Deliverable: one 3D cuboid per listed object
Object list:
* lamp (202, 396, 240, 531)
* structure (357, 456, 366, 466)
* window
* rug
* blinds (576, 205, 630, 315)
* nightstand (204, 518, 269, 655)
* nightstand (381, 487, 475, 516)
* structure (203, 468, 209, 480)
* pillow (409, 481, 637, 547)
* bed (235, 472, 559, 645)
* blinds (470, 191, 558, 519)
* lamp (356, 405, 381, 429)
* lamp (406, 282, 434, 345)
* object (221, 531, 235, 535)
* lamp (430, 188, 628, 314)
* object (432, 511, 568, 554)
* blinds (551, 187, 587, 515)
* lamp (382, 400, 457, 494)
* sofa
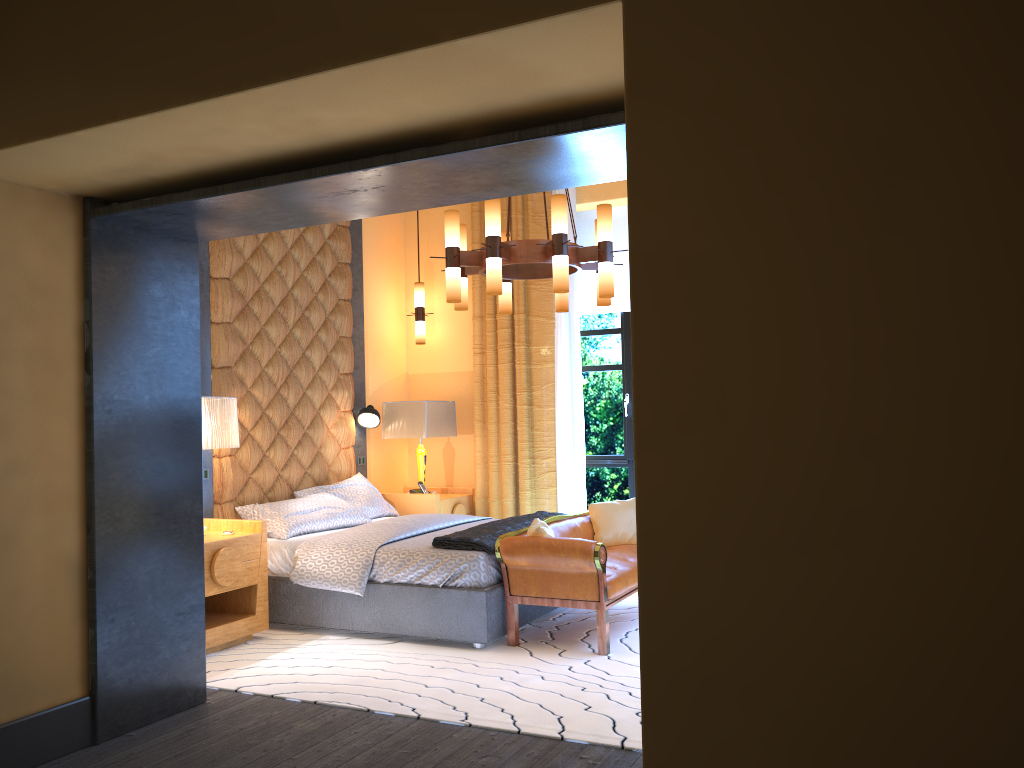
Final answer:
[{"bbox_3d":[-1.897,0.480,5.091,0.424,0.802,0.505,-2,-2,26],"label":"lamp"},{"bbox_3d":[-1.223,0.622,7.182,0.016,0.071,0.103,-2,-2,26],"label":"structure"},{"bbox_3d":[0.965,0.032,7.259,1.200,2.999,0.130,-2,-1,26],"label":"window"},{"bbox_3d":[0.060,1.474,5.419,3.703,0.016,3.388,-3,-3,26],"label":"rug"},{"bbox_3d":[0.934,-1.030,7.270,1.200,0.873,0.013,-2,-1,26],"label":"blinds"},{"bbox_3d":[-1.891,1.160,5.065,0.721,0.699,0.708,-2,-2,26],"label":"nightstand"},{"bbox_3d":[-0.742,1.236,7.419,0.720,0.690,0.680,-2,-2,26],"label":"nightstand"},{"bbox_3d":[-1.974,0.576,5.645,0.016,0.071,0.103,-2,-2,26],"label":"structure"},{"bbox_3d":[0.169,0.930,6.241,1.147,0.407,2.630,0,-3,-22],"label":"pillow"},{"bbox_3d":[-0.705,1.059,5.990,2.107,0.824,1.889,-2,-2,26],"label":"bed"},{"bbox_3d":[0.760,-0.544,6.915,2.451,4.144,0.134,-2,-1,26],"label":"blinds"},{"bbox_3d":[-0.976,0.274,7.178,0.568,0.218,0.231,-1,-2,-16],"label":"lamp"},{"bbox_3d":[-0.793,-0.607,7.640,0.199,0.531,0.199,-1,-1,-19],"label":"lamp"},{"bbox_3d":[-1.659,0.872,5.184,0.064,0.018,0.111,-1,-2,-9],"label":"object"},{"bbox_3d":[0.088,-1.563,5.333,1.141,2.167,1.141,0,-2,-41],"label":"lamp"},{"bbox_3d":[0.016,0.922,5.633,0.405,0.104,1.461,-2,-3,26],"label":"object"},{"bbox_3d":[0.762,-0.517,7.006,2.051,4.074,0.236,-2,-1,23],"label":"blinds"},{"bbox_3d":[-0.755,0.546,7.329,0.424,0.802,0.505,-2,-2,26],"label":"lamp"},{"bbox_3d":[0.542,1.145,5.464,0.650,0.640,1.615,-2,-2,26],"label":"sofa"}]
